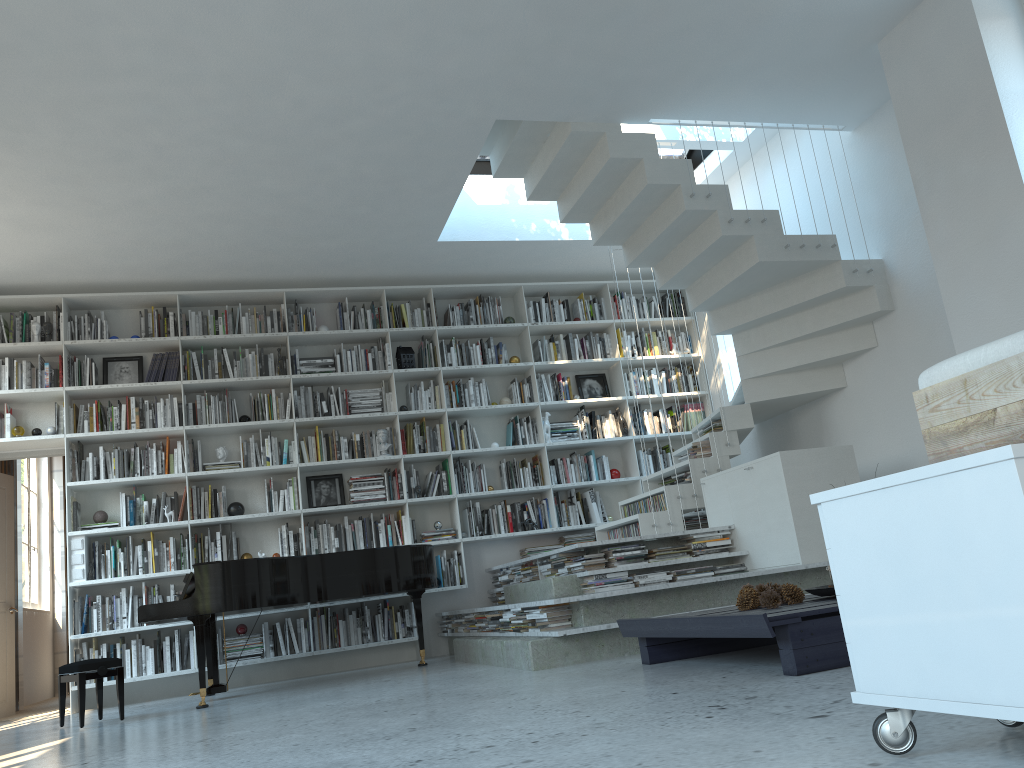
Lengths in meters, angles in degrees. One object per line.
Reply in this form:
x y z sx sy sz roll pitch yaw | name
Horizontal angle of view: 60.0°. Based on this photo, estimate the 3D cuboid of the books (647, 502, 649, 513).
1.065 0.909 6.583 0.125 0.125 0.016 -4 -14 -18 | books

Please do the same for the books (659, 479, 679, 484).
1.298 0.776 7.080 0.198 0.006 0.189 -2 -15 -21 | books

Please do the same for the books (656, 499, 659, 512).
1.109 0.867 6.436 0.125 0.125 0.010 -4 -14 -18 | books

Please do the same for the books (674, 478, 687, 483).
1.369 0.742 6.869 0.189 0.012 0.156 -4 -14 -15 | books

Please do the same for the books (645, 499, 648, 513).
1.059 0.915 6.602 0.125 0.125 0.011 -4 -14 -18 | books

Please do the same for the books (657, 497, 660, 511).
1.115 0.861 6.413 0.125 0.125 0.008 -4 -14 -18 | books

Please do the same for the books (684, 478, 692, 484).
1.367 0.714 6.580 0.172 0.019 0.240 -9 -14 7 | books

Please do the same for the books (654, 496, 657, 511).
1.103 0.873 6.455 0.125 0.125 0.008 -4 -14 -18 | books

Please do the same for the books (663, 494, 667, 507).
1.147 0.833 6.307 0.125 0.123 0.036 -4 -14 -17 | books

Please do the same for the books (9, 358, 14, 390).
-3.841 -0.040 6.846 0.037 0.291 0.156 -4 -14 -18 | books

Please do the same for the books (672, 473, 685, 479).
1.365 0.704 6.878 0.177 0.014 0.194 -2 -15 -23 | books

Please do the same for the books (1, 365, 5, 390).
-3.898 -0.010 6.827 0.024 0.238 0.156 -4 -14 -18 | books

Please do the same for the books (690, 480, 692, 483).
1.389 0.728 6.575 0.136 0.017 0.289 -9 -14 5 | books

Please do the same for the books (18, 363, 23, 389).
-3.784 -0.023 6.849 0.021 0.243 0.174 -4 -14 -18 | books

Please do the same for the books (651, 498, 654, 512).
1.087 0.888 6.507 0.125 0.125 0.008 -4 -14 -18 | books

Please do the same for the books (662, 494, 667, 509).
1.145 0.835 6.315 0.125 0.123 0.034 -4 -14 -17 | books

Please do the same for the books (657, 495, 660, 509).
1.117 0.859 6.406 0.125 0.125 0.007 -4 -14 -18 | books

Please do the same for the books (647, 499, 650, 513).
1.069 0.905 6.569 0.125 0.125 0.013 -4 -14 -18 | books

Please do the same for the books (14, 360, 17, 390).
-3.813 -0.033 6.843 0.013 0.268 0.162 -4 -14 -18 | books

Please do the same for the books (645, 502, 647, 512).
1.056 0.917 6.611 0.125 0.125 0.009 -4 -14 -18 | books

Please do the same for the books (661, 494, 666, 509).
1.140 0.839 6.329 0.125 0.123 0.036 -4 -14 -17 | books

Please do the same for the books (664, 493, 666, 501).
1.149 0.830 6.300 0.125 0.123 0.034 -4 -14 -17 | books

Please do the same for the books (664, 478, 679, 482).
1.316 0.766 7.088 0.160 0.012 0.195 -3 -14 -20 | books

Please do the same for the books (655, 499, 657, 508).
1.105 0.871 6.449 0.125 0.125 0.009 -4 -14 -18 | books

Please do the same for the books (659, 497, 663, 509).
1.127 0.851 6.373 0.125 0.123 0.034 -4 -14 -17 | books

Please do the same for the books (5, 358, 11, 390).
-3.863 -0.041 6.818 0.021 0.285 0.179 -4 -14 -18 | books

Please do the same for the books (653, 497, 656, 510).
1.099 0.877 6.469 0.125 0.125 0.007 -4 -14 -18 | books

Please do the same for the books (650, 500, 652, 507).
1.083 0.892 6.522 0.125 0.125 0.009 -4 -14 -18 | books

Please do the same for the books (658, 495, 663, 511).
1.122 0.855 6.390 0.125 0.125 0.011 -4 -14 -18 | books

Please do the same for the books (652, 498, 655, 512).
1.092 0.883 6.492 0.125 0.125 0.010 -4 -14 -18 | books

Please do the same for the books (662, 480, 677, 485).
1.316 0.782 7.084 0.159 0.009 0.208 -2 -15 -21 | books

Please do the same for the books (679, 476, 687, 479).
1.391 0.718 6.882 0.133 0.017 0.179 -4 -14 -14 | books

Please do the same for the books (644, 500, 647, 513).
1.054 0.920 6.620 0.125 0.125 0.013 -4 -14 -18 | books

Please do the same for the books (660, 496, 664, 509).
1.132 0.847 6.358 0.125 0.122 0.037 -4 -14 -17 | books

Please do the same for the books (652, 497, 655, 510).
1.094 0.881 6.483 0.125 0.125 0.009 -4 -14 -18 | books

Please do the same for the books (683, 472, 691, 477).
1.371 0.662 6.591 0.168 0.014 0.213 -8 -14 2 | books

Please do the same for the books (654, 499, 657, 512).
1.101 0.875 6.462 0.125 0.125 0.008 -4 -14 -18 | books

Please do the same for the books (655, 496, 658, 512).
1.107 0.869 6.442 0.125 0.125 0.010 -4 -14 -18 | books

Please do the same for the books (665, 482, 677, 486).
1.324 0.796 7.083 0.140 0.022 0.182 -2 -15 -24 | books

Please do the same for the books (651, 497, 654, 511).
1.089 0.886 6.500 0.125 0.125 0.008 -4 -14 -18 | books

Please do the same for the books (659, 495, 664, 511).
1.130 0.849 6.366 0.125 0.123 0.035 -4 -14 -17 | books

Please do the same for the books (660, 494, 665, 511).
1.134 0.845 6.350 0.125 0.123 0.034 -4 -14 -17 | books

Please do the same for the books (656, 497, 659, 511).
1.111 0.865 6.427 0.125 0.125 0.008 -4 -14 -18 | books

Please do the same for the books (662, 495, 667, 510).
1.142 0.837 6.322 0.125 0.123 0.035 -4 -14 -17 | books

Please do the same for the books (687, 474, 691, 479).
1.386 0.681 6.586 0.141 0.028 0.223 -8 -14 1 | books

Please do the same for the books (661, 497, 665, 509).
1.136 0.843 6.344 0.125 0.123 0.034 -4 -14 -17 | books

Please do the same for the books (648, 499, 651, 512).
1.073 0.901 6.554 0.125 0.125 0.007 -4 -14 -18 | books

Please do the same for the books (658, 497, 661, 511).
1.119 0.857 6.399 0.125 0.125 0.008 -4 -14 -18 | books

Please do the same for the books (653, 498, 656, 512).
1.097 0.879 6.476 0.125 0.125 0.007 -4 -14 -18 | books

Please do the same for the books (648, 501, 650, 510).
1.071 0.903 6.561 0.125 0.125 0.009 -4 -14 -18 | books

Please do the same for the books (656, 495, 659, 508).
1.113 0.863 6.420 0.125 0.125 0.008 -4 -14 -18 | books

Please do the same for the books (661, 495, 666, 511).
1.138 0.841 6.336 0.125 0.123 0.035 -4 -14 -17 | books

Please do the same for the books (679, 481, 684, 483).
1.384 0.753 6.870 0.149 0.013 0.220 -5 -14 -12 | books

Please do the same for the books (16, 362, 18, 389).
-3.800 -0.024 6.844 0.012 0.248 0.192 -4 -14 -18 | books

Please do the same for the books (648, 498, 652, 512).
1.076 0.898 6.544 0.125 0.125 0.012 -4 -14 -18 | books

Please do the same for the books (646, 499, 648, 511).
1.062 0.912 6.593 0.125 0.125 0.009 -4 -14 -18 | books

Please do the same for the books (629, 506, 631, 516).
0.975 0.995 6.884 0.125 0.125 0.010 -4 -14 -18 | books

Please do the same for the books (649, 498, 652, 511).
1.079 0.896 6.535 0.125 0.125 0.018 -4 -14 -18 | books

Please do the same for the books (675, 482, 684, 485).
1.374 0.767 6.864 0.184 0.013 0.226 -3 -14 -20 | books
